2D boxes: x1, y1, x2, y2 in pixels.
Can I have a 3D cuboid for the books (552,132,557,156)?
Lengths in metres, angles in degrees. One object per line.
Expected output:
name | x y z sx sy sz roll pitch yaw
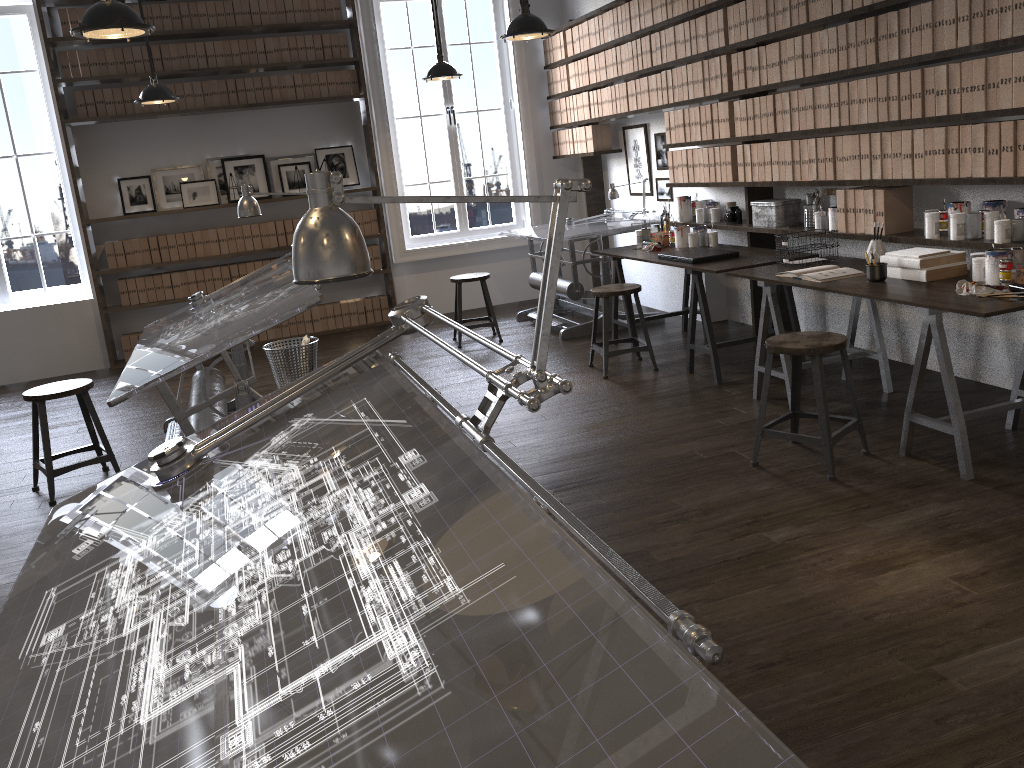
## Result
books | 0.480 -2.271 8.350 0.175 0.223 0.067 -10 12 -17

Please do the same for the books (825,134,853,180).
books | 1.752 -1.199 4.683 0.175 0.223 0.067 -10 12 -17

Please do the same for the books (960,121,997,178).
books | 2.039 -1.017 3.843 0.175 0.223 0.067 -10 12 -17

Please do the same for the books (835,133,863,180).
books | 1.780 -1.185 4.615 0.175 0.223 0.067 -10 12 -17

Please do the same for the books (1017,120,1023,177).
books | 2.131 -0.958 3.571 0.175 0.223 0.067 -10 12 -17

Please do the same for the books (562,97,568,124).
books | 0.555 -2.466 7.966 0.175 0.223 0.067 -10 12 -17

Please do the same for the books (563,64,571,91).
books | 0.553 -2.715 7.843 0.175 0.223 0.067 -10 12 -17

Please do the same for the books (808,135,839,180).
books | 1.707 -1.229 4.820 0.175 0.223 0.067 -10 12 -17

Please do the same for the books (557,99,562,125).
books | 0.510 -2.495 8.103 0.175 0.223 0.067 -10 12 -17

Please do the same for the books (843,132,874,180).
books | 1.799 -1.172 4.553 0.175 0.223 0.067 -10 12 -17

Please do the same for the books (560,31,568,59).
books | 0.522 -2.980 7.781 0.175 0.223 0.067 -10 12 -17

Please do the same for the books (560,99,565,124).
books | 0.537 -2.482 8.037 0.175 0.223 0.067 -10 12 -17

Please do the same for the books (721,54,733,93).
books | 1.392 -1.927 5.486 0.175 0.223 0.067 -10 12 -17

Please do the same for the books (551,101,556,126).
books | 0.469 -2.525 8.237 0.175 0.223 0.067 -10 12 -17

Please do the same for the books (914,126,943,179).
books | 1.952 -1.071 4.094 0.175 0.223 0.067 -10 12 -17

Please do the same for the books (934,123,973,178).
books | 1.990 -1.044 3.971 0.175 0.223 0.067 -10 12 -17

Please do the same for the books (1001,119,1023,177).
books | 2.102 -0.972 3.639 0.175 0.223 0.067 -10 12 -17

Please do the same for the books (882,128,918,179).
books | 1.889 -1.115 4.294 0.175 0.223 0.067 -10 12 -17

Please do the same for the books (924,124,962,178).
books | 1.973 -1.059 4.035 0.175 0.223 0.067 -10 12 -17

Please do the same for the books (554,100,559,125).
books | 0.491 -2.511 8.170 0.175 0.223 0.067 -10 12 -17

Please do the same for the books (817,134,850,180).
books | 1.733 -1.216 4.755 0.175 0.223 0.067 -10 12 -17

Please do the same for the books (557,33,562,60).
books | 0.498 -2.995 7.848 0.175 0.223 0.067 -10 12 -17

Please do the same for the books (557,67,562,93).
books | 0.504 -2.742 7.971 0.175 0.223 0.067 -10 12 -17

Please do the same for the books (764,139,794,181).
books | 1.577 -1.313 5.205 0.175 0.223 0.067 -10 12 -17

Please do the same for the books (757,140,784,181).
books | 1.559 -1.328 5.272 0.175 0.223 0.067 -10 12 -17

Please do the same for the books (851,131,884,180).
books | 1.814 -1.158 4.493 0.175 0.223 0.067 -10 12 -17

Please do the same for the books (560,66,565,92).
books | 0.531 -2.729 7.910 0.175 0.223 0.067 -10 12 -17

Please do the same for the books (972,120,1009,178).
books | 2.057 -1.002 3.776 0.175 0.223 0.067 -10 12 -17

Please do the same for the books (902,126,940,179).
books | 1.927 -1.086 4.161 0.175 0.223 0.067 -10 12 -17

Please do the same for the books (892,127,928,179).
books | 1.909 -1.101 4.228 0.175 0.223 0.067 -10 12 -17

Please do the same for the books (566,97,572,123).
books | 0.583 -2.451 7.898 0.175 0.223 0.067 -10 12 -17

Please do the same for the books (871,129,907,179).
books | 1.863 -1.129 4.358 0.175 0.223 0.067 -10 12 -17

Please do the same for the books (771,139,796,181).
books | 1.602 -1.299 5.138 0.175 0.223 0.067 -10 12 -17

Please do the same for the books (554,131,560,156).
books | 0.499 -2.254 8.278 0.175 0.223 0.067 -10 12 -17

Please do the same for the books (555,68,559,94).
books | 0.488 -2.757 8.035 0.175 0.223 0.067 -10 12 -17

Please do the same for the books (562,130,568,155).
books | 0.561 -2.213 8.088 0.175 0.223 0.067 -10 12 -17

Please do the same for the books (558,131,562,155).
books | 0.527 -2.240 8.210 0.175 0.223 0.067 -10 12 -17

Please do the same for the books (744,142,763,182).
books | 1.513 -1.356 5.402 0.175 0.223 0.067 -10 12 -17

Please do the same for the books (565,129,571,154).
books | 0.584 -2.198 8.020 0.175 0.223 0.067 -10 12 -17

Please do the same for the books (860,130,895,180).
books | 1.837 -1.143 4.425 0.175 0.223 0.067 -10 12 -17

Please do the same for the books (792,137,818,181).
books | 1.666 -1.259 4.954 0.175 0.223 0.067 -10 12 -17

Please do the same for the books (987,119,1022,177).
books | 2.084 -0.988 3.711 0.175 0.223 0.067 -10 12 -17

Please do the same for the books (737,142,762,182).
books | 1.487 -1.370 5.469 0.175 0.223 0.067 -10 12 -17

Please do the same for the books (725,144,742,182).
books | 1.446 -1.398 5.594 0.175 0.223 0.067 -10 12 -17

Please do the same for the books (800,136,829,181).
books | 1.688 -1.244 4.888 0.175 0.223 0.067 -10 12 -17

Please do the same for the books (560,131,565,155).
books | 0.546 -2.226 8.148 0.175 0.223 0.067 -10 12 -17

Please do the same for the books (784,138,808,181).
books | 1.639 -1.272 5.016 0.175 0.223 0.067 -10 12 -17

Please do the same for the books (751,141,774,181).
books | 1.538 -1.343 5.338 0.175 0.223 0.067 -10 12 -17

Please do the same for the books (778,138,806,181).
books | 1.623 -1.286 5.079 0.175 0.223 0.067 -10 12 -17

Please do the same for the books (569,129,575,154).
books | 0.610 -2.184 7.953 0.175 0.223 0.067 -10 12 -17

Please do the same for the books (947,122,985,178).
books | 2.016 -1.032 3.910 0.175 0.223 0.067 -10 12 -17

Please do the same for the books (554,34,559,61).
books | 0.480 -3.010 7.915 0.175 0.223 0.067 -10 12 -17

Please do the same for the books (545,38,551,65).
books | 0.408 -3.052 8.112 0.175 0.223 0.067 -10 12 -17

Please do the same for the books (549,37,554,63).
books | 0.434 -3.038 8.045 0.175 0.223 0.067 -10 12 -17

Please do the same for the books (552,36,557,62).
books | 0.459 -3.024 7.981 0.175 0.223 0.067 -10 12 -17

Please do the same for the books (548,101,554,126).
books | 0.442 -2.538 8.298 0.175 0.223 0.067 -10 12 -17
